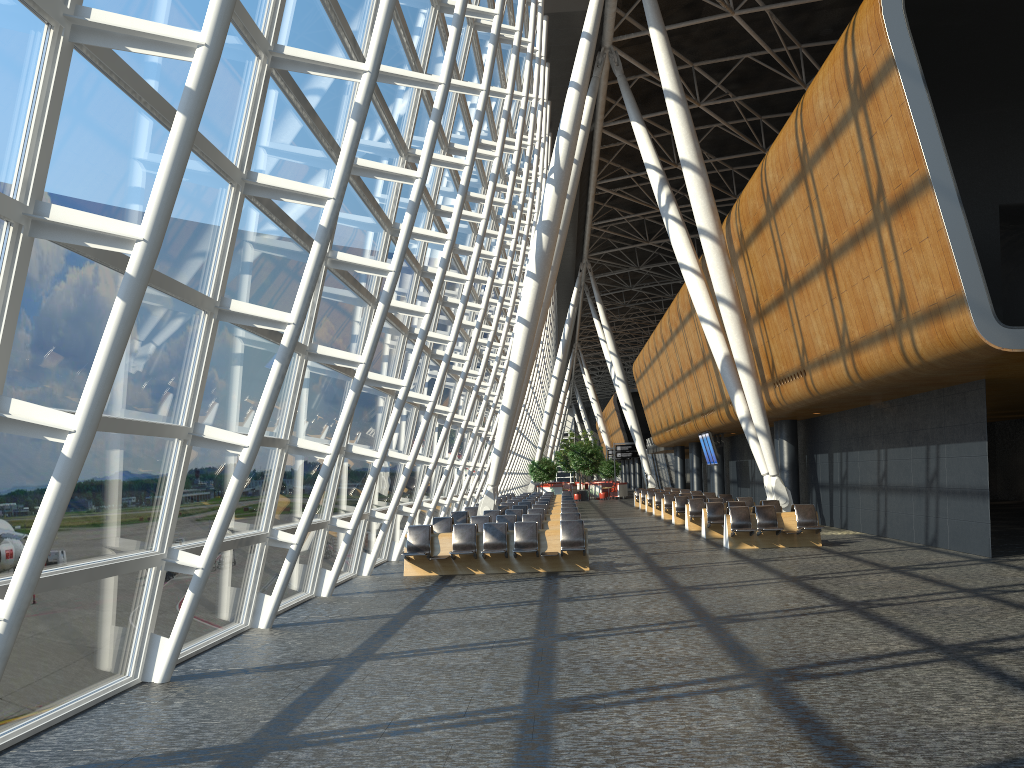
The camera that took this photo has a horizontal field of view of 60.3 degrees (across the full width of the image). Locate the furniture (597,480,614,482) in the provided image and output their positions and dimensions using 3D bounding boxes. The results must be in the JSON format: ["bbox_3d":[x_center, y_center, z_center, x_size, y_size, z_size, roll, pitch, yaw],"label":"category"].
[{"bbox_3d":[9.657,10.405,90.875,1.897,0.868,1.666,-2,-5,3],"label":"furniture"}]

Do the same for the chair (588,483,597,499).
[{"bbox_3d":[5.487,7.058,58.128,0.624,1.009,0.660,-3,-2,38],"label":"chair"}]

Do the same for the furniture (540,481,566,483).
[{"bbox_3d":[4.605,11.541,99.950,3.251,0.868,1.666,-2,-5,3],"label":"furniture"}]

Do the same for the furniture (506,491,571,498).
[{"bbox_3d":[1.286,5.672,42.678,3.251,0.868,1.666,-2,-5,3],"label":"furniture"}]

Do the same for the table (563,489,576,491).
[{"bbox_3d":[3.574,6.872,54.432,0.798,0.749,0.802,-1,-3,-25],"label":"table"}]

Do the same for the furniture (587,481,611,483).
[{"bbox_3d":[6.850,8.285,70.339,2.827,1.007,0.892,3,-5,-44],"label":"furniture"}]

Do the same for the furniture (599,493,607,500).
[{"bbox_3d":[5.629,6.953,54.539,0.443,0.459,0.444,-3,-3,16],"label":"furniture"}]

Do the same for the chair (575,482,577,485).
[{"bbox_3d":[5.148,8.763,74.305,0.660,1.009,0.624,-2,-2,-12],"label":"chair"}]

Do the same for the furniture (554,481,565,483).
[{"bbox_3d":[4.778,11.847,102.945,3.251,0.868,1.666,-2,-5,3],"label":"furniture"}]

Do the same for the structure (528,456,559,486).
[{"bbox_3d":[1.997,6.107,57.117,1.916,2.966,1.870,-1,-2,-23],"label":"structure"}]

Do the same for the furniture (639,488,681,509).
[{"bbox_3d":[6.686,5.150,39.593,1.897,0.868,1.666,-2,-5,3],"label":"furniture"}]

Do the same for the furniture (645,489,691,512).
[{"bbox_3d":[6.513,4.843,36.598,1.897,0.868,1.666,-2,-5,3],"label":"furniture"}]

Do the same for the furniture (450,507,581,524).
[{"bbox_3d":[0.072,3.524,21.714,3.251,0.868,1.666,-2,-5,3],"label":"furniture"}]

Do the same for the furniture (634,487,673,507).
[{"bbox_3d":[6.860,5.457,42.588,1.897,0.868,1.666,-2,-5,3],"label":"furniture"}]

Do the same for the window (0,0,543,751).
[{"bbox_3d":[2.548,3.170,82.370,3.720,14.001,166.861,-2,-6,3],"label":"window"}]

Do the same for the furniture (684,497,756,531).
[{"bbox_3d":[5.819,3.616,24.618,1.897,0.868,1.666,-2,-5,3],"label":"furniture"}]

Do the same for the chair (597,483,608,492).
[{"bbox_3d":[5.773,6.928,56.982,0.622,1.009,0.663,-1,-2,-42],"label":"chair"}]

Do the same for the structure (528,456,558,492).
[{"bbox_3d":[1.922,5.901,54.214,1.730,2.777,1.786,-1,-2,-39],"label":"structure"}]

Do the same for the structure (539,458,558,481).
[{"bbox_3d":[2.337,6.595,61.344,1.781,2.849,1.838,-1,-2,-39],"label":"structure"}]

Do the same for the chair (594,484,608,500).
[{"bbox_3d":[5.658,6.816,55.875,0.660,1.009,0.624,-1,-2,-42],"label":"chair"}]

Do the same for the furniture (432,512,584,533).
[{"bbox_3d":[-0.102,3.217,18.719,3.251,0.868,1.666,-2,-5,3],"label":"furniture"}]

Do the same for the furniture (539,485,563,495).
[{"bbox_3d":[2.561,6.919,55.765,0.887,1.006,2.842,-1,-5,-29],"label":"furniture"}]

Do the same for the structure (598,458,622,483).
[{"bbox_3d":[7.238,6.852,65.180,1.730,2.777,1.786,-1,-2,-39],"label":"structure"}]

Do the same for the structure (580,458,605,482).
[{"bbox_3d":[6.248,6.916,68.776,2.282,3.473,2.221,-3,-2,16],"label":"structure"}]

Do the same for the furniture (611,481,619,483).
[{"bbox_3d":[7.314,7.572,63.682,0.889,1.005,2.836,-3,-5,16],"label":"furniture"}]

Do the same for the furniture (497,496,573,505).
[{"bbox_3d":[0.766,4.751,33.694,3.251,0.868,1.666,-2,-5,3],"label":"furniture"}]

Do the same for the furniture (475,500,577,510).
[{"bbox_3d":[0.419,4.138,27.704,3.251,0.868,1.666,-2,-5,3],"label":"furniture"}]

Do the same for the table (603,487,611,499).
[{"bbox_3d":[6.225,6.979,56.392,0.800,0.749,0.800,-3,-3,19],"label":"table"}]

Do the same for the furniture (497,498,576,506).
[{"bbox_3d":[0.592,4.445,30.699,3.251,0.868,1.666,-2,-5,3],"label":"furniture"}]

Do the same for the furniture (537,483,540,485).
[{"bbox_3d":[3.911,10.313,87.971,3.251,0.868,1.666,-2,-5,3],"label":"furniture"}]

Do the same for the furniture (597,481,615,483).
[{"bbox_3d":[6.970,7.892,66.620,0.887,1.006,2.842,-1,-5,-29],"label":"furniture"}]

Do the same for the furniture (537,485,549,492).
[{"bbox_3d":[2.217,7.239,58.703,0.889,1.005,2.836,-3,-5,16],"label":"furniture"}]

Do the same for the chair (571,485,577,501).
[{"bbox_3d":[3.678,6.849,55.489,0.662,1.009,0.622,-3,-2,28],"label":"chair"}]

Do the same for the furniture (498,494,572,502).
[{"bbox_3d":[0.939,5.058,36.689,3.251,0.868,1.666,-2,-5,3],"label":"furniture"}]

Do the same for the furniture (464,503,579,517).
[{"bbox_3d":[0.245,3.831,24.709,3.251,0.868,1.666,-2,-5,3],"label":"furniture"}]

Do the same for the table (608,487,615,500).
[{"bbox_3d":[6.012,6.828,54.872,0.800,0.749,0.800,-3,-3,19],"label":"table"}]

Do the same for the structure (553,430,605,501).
[{"bbox_3d":[4.210,5.273,57.431,3.092,4.528,5.824,-2,-4,-4],"label":"structure"}]

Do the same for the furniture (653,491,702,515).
[{"bbox_3d":[6.339,4.536,33.603,1.897,0.868,1.666,-2,-5,3],"label":"furniture"}]

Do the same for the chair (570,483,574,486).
[{"bbox_3d":[4.111,7.616,62.971,0.662,1.009,0.622,-3,-2,28],"label":"chair"}]

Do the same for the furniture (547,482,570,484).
[{"bbox_3d":[4.062,8.859,74.840,2.827,1.007,0.892,3,-5,-44],"label":"furniture"}]

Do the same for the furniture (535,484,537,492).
[{"bbox_3d":[3.390,9.392,78.986,3.251,0.868,1.666,-2,-5,3],"label":"furniture"}]

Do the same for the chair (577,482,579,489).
[{"bbox_3d":[5.629,8.365,70.670,0.660,1.009,0.624,-2,-2,-12],"label":"chair"}]

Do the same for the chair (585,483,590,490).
[{"bbox_3d":[5.274,7.188,59.289,0.662,1.009,0.622,-3,-2,38],"label":"chair"}]

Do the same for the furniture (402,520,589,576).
[{"bbox_3d":[-0.275,2.910,15.724,3.251,0.868,1.666,-2,-5,3],"label":"furniture"}]

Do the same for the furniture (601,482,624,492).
[{"bbox_3d":[6.537,7.125,59.138,0.887,1.006,2.842,-1,-5,-29],"label":"furniture"}]

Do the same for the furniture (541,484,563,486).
[{"bbox_3d":[2.995,7.686,63.247,0.887,1.006,2.842,-1,-5,-29],"label":"furniture"}]

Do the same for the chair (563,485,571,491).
[{"bbox_3d":[3.399,7.000,56.836,0.624,1.009,0.661,-3,-2,28],"label":"chair"}]

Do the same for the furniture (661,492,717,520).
[{"bbox_3d":[6.166,4.229,30.608,1.897,0.868,1.666,-2,-5,3],"label":"furniture"}]

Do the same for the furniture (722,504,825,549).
[{"bbox_3d":[5.472,3.002,18.629,1.897,0.868,1.666,-2,-5,3],"label":"furniture"}]

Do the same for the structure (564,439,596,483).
[{"bbox_3d":[5.566,6.887,73.339,3.099,4.529,5.750,-3,-4,26],"label":"structure"}]

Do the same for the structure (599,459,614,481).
[{"bbox_3d":[8.158,7.795,75.549,1.881,2.993,1.941,-1,-2,-39],"label":"structure"}]

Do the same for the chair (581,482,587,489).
[{"bbox_3d":[5.707,7.954,66.771,0.662,1.009,0.622,-3,-2,38],"label":"chair"}]

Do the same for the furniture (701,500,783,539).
[{"bbox_3d":[5.645,3.309,21.624,1.897,0.868,1.666,-2,-5,3],"label":"furniture"}]

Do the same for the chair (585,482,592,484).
[{"bbox_3d":[5.920,7.825,65.611,0.624,1.009,0.660,-3,-2,38],"label":"chair"}]

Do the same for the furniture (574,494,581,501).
[{"bbox_3d":[4.034,6.976,54.198,0.442,0.459,0.444,1,-4,-44],"label":"furniture"}]

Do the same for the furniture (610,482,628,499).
[{"bbox_3d":[6.881,6.805,56.200,0.889,1.005,2.836,-3,-5,16],"label":"furniture"}]

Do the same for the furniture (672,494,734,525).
[{"bbox_3d":[5.992,3.923,27.613,1.897,0.868,1.666,-2,-5,3],"label":"furniture"}]

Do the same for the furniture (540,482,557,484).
[{"bbox_3d":[4.258,10.927,93.961,3.251,0.868,1.666,-2,-5,3],"label":"furniture"}]

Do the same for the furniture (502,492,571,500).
[{"bbox_3d":[1.113,5.365,39.683,3.251,0.868,1.666,-2,-5,3],"label":"furniture"}]
